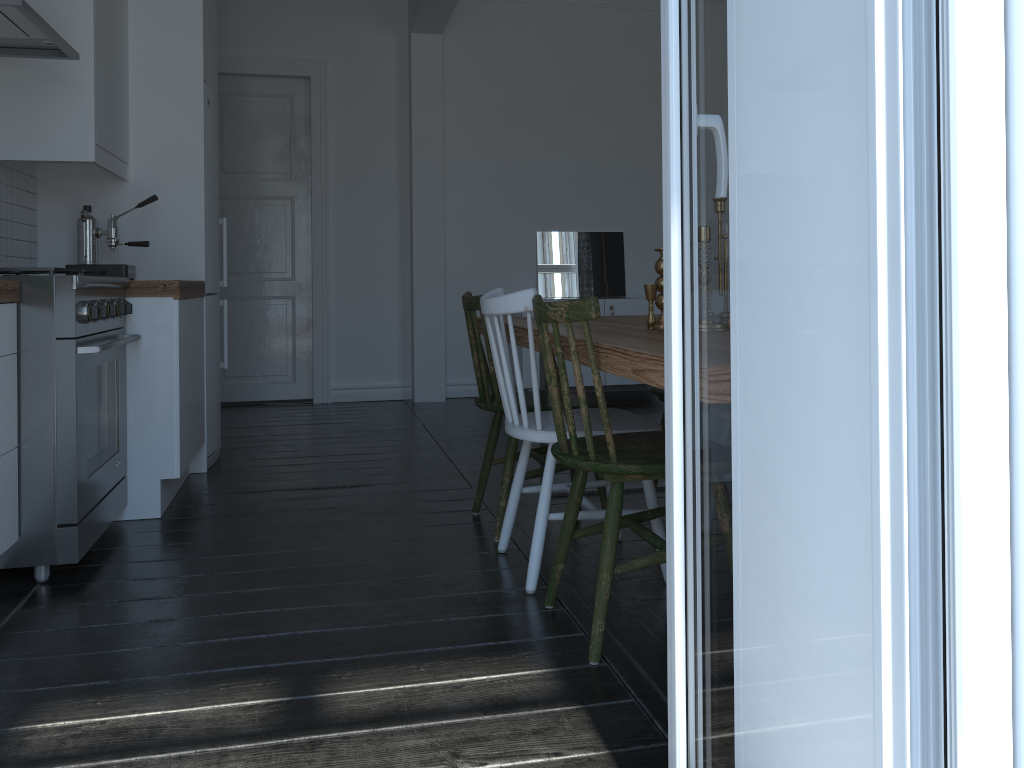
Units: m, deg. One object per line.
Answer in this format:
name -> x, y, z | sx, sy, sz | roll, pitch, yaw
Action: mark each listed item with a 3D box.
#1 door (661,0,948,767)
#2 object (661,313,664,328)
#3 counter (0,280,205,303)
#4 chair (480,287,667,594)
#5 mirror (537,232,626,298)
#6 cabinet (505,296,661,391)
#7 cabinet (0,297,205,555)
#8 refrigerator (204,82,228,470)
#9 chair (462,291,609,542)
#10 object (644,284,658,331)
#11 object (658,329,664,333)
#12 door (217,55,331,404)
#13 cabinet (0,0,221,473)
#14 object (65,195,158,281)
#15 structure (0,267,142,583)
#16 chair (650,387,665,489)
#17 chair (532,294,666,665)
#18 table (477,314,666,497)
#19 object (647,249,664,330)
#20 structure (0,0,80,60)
door -> 0.312, -0.321, 1.065 | 0.105, 2.025, 0.586 | -1, 0, -7
object -> 0.450, -0.172, 2.401 | 0.084, 0.084, 0.089 | -1, 3, 0
counter -> -1.481, -0.250, 2.435 | 0.846, 0.073, 3.117 | -2, 7, -12
chair -> 0.162, 0.129, 2.656 | 0.510, 0.842, 0.467 | -1, 1, -13
mirror -> 0.534, -0.918, 6.764 | 0.696, 0.502, 0.054 | -2, 0, -13
cabinet -> 0.602, -0.266, 6.485 | 1.201, 0.735, 0.592 | -2, 3, -13
cabinet -> -1.535, 0.185, 2.427 | 0.729, 0.811, 3.203 | -1, 6, -4
refrigerator -> -1.766, -0.520, 4.280 | 0.681, 1.801, 0.576 | -1, 0, -13
chair -> 0.070, 0.082, 3.139 | 0.486, 0.827, 0.468 | -1, 2, -14
object -> 0.414, -0.227, 2.624 | 0.049, 0.139, 0.049 | -1, 1, -13
object -> 0.468, -0.202, 2.508 | 0.102, 0.114, 0.103 | -2, 3, -27
door -> -1.837, -1.088, 6.286 | 1.042, 2.474, 0.116 | -1, 0, -13
cabinet -> -1.585, -0.629, 2.747 | 0.780, 2.363, 3.811 | -1, 5, -9
object -> -1.679, -0.617, 3.716 | 0.353, 0.370, 0.206 | -1, 2, -13
structure -> -1.629, 0.038, 2.819 | 0.722, 1.018, 0.702 | -1, 2, -13
chair -> 0.797, 0.056, 3.301 | 0.486, 0.826, 0.468 | -1, 2, -14
chair -> 0.303, 0.189, 2.194 | 0.486, 0.826, 0.468 | -1, 2, -14
table -> 0.582, 0.187, 2.650 | 1.018, 0.714, 2.239 | -2, 6, -13
object -> 0.466, -0.291, 2.704 | 0.100, 0.247, 0.101 | 0, 1, 11
structure -> -1.729, -1.756, 2.761 | 0.529, 1.304, 0.634 | -1, 1, -13
